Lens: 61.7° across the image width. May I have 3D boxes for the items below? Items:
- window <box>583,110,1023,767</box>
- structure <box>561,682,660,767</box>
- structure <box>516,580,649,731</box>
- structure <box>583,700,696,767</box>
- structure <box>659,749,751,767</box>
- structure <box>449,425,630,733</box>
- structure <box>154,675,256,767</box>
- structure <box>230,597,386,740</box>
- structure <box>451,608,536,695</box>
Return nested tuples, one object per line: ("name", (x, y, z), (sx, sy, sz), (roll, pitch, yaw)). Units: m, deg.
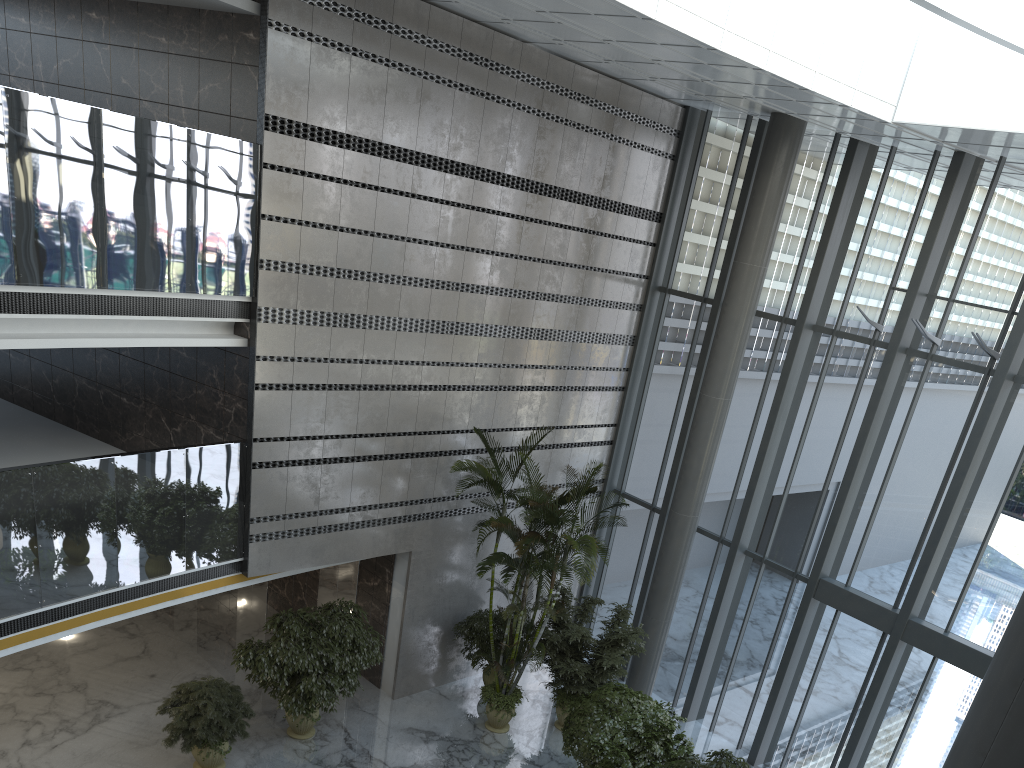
("window", (-0.399, 1.058, 6.046), (18.883, 11.038, 12.265), (3, 18, -31))
("structure", (1.375, 4.966, 11.964), (1.411, 1.766, 1.485), (14, 18, 12))
("structure", (1.047, 4.282, 13.108), (1.761, 2.515, 1.802), (20, 21, 27))
("structure", (1.574, 4.988, 11.075), (1.399, 2.155, 1.114), (3, 21, -19))
("structure", (2.500, 5.368, 10.331), (1.665, 2.075, 1.814), (6, 18, -13))
("structure", (0.137, 2.964, 12.179), (2.452, 5.100, 2.291), (-6, 26, -36))
("structure", (-3.844, 4.278, 10.749), (1.183, 1.456, 1.084), (-1, 22, -31))
("structure", (-2.753, 3.952, 11.701), (2.056, 2.166, 1.466), (6, 19, -15))
("structure", (-0.319, 4.297, 13.734), (1.407, 1.695, 1.024), (9, 19, -4))
